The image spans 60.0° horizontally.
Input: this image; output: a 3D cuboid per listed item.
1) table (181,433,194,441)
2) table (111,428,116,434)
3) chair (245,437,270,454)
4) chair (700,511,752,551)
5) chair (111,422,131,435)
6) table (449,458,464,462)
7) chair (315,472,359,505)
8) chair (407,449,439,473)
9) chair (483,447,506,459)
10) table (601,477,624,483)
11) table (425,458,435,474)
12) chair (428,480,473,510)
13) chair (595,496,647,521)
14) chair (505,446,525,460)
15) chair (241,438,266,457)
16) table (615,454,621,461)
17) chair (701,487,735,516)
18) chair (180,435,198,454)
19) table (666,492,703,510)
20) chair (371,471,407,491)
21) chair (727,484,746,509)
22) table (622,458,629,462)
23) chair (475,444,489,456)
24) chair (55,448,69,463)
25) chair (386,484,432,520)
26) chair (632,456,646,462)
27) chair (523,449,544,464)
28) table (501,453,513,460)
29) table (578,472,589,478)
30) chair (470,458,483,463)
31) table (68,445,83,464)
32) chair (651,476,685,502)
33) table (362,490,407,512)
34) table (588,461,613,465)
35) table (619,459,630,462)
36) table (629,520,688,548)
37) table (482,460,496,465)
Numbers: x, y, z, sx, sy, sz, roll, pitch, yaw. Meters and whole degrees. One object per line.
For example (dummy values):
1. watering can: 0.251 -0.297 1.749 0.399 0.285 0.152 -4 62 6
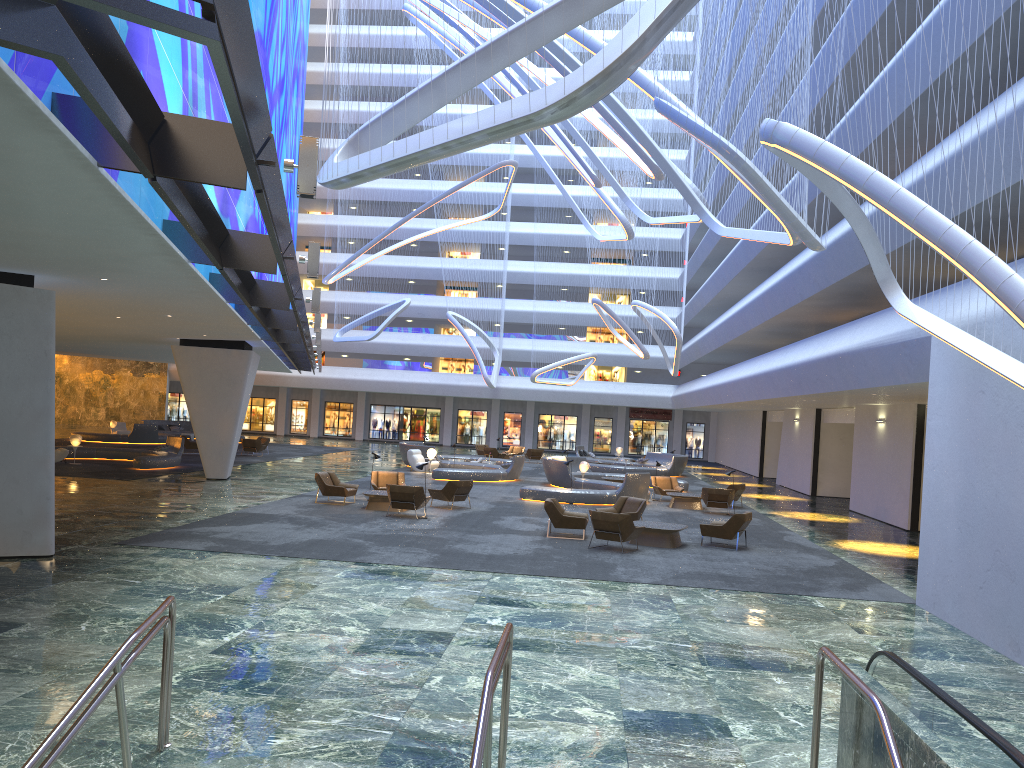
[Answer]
1. table: -17.933 2.921 49.016 0.672 0.406 0.673 5 -2 -40
2. table: -20.461 2.538 45.314 0.418 0.595 0.428 3 -1 4
3. chair: -11.742 2.835 40.924 0.928 0.766 0.940 2 -2 44
4. chair: 4.495 3.045 18.625 0.938 0.766 0.930 3 -1 30
5. chair: -20.419 2.447 46.250 0.730 0.882 1.156 4 -1 -41
6. table: -2.440 3.487 38.756 0.673 0.406 0.672 3 -2 25
7. chair: -4.472 2.649 22.502 0.938 0.766 0.930 3 -1 14
8. chair: -3.525 3.068 35.191 1.156 0.882 0.729 3 -1 24
9. chair: -0.930 3.604 45.028 0.940 0.766 0.928 4 -2 -44
10. table: 3.846 3.640 32.277 1.203 0.392 1.204 3 -2 6
11. table: -3.169 3.184 34.328 0.418 0.595 0.427 4 -1 -21
12. chair: -1.560 2.834 22.939 0.938 0.766 0.930 2 -1 38
13. chair: 2.514 2.981 20.206 0.939 0.766 0.929 4 -1 -33
14. chair: 0.189 3.774 48.187 0.929 0.766 0.940 3 -1 24
15. chair: -11.417 2.790 38.986 0.929 0.766 0.939 3 -1 3
16. table: 5.915 4.207 49.132 0.418 0.595 0.427 4 -1 -41
17. chair: 5.895 3.353 25.453 0.929 0.766 0.939 3 -1 11
18. chair: -13.864 2.625 38.333 0.939 0.766 0.929 4 -1 -24
19. table: 5.264 3.541 26.802 1.203 0.392 1.204 3 -2 5
20. chair: -3.330 2.758 23.784 0.930 0.766 0.939 4 -1 -11
21. chair: 6.764 3.483 27.835 0.938 0.766 0.930 2 -1 38
22. table: 5.693 4.036 44.366 0.418 0.595 0.428 3 -1 1
23. chair: -1.482 3.664 47.798 0.930 0.766 0.938 4 -1 -41
24. chair: -15.468 2.181 29.533 1.158 0.882 0.728 4 -1 -41
25. chair: -2.429 2.704 20.556 0.929 0.766 0.939 3 -1 11
26. chair: 6.877 4.101 46.240 0.938 0.766 0.930 2 -1 38
27. chair: 1.150 3.774 46.475 0.930 0.766 0.938 4 -1 -16
28. table: -0.672 3.848 46.489 1.202 0.392 1.204 2 -2 41
29. table: 2.489 3.417 31.354 0.418 0.595 0.428 3 -1 4
30. chair: -2.059 3.474 39.119 1.786 0.501 0.585 4 -1 -31
31. table: -14.541 2.359 29.499 0.427 0.595 0.418 3 -1 4
32. chair: 4.993 3.408 28.680 0.930 0.766 0.939 4 -1 -11
33. table: -3.060 2.892 21.905 1.203 0.392 1.204 3 -2 6
34. table: 4.333 4.041 43.498 1.203 0.392 1.204 3 -2 6
35. table: 6.045 4.281 47.740 0.671 0.406 0.674 3 -1 2
36. table: 3.010 3.133 18.463 1.202 0.392 1.204 3 -2 23
37. table: -0.933 3.580 38.899 0.674 0.406 0.670 4 -2 -33
